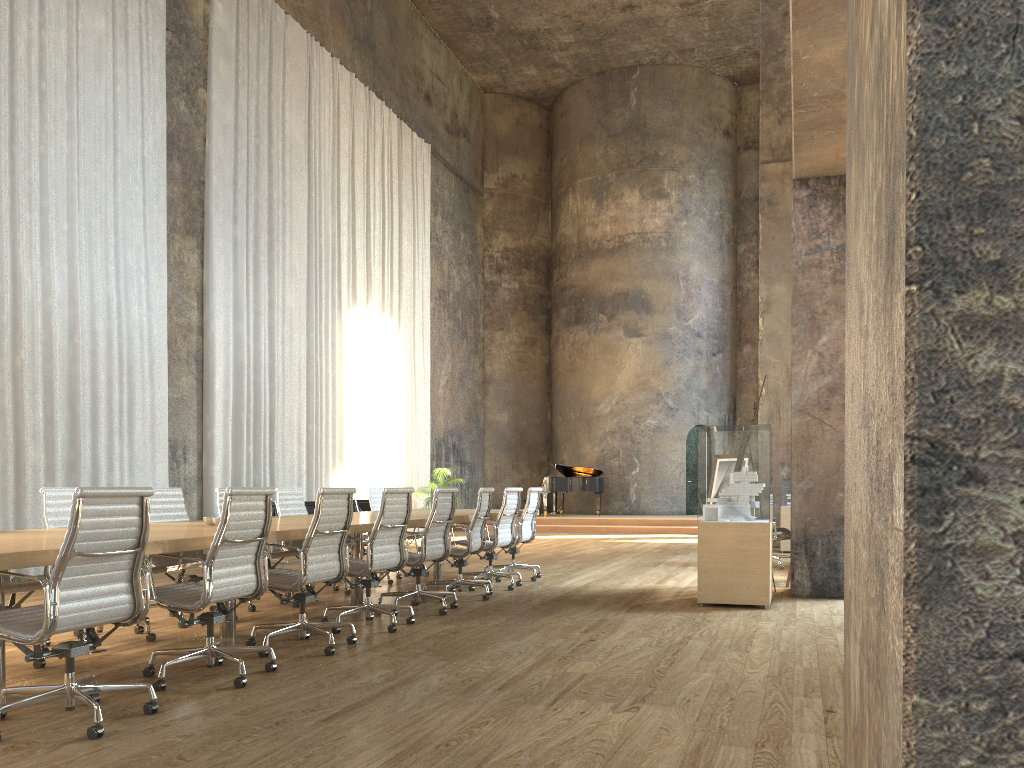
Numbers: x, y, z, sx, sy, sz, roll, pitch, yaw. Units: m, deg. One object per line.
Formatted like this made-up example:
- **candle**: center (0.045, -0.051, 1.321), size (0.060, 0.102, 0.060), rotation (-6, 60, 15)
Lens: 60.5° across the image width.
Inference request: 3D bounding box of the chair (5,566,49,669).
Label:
- **chair**: center (-2.986, 1.106, 5.048), size (0.699, 1.024, 0.666), rotation (-1, -2, 27)

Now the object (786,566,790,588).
- **object**: center (3.158, 1.461, 9.163), size (0.571, 1.296, 0.659), rotation (0, -1, 18)

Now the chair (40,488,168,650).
- **chair**: center (-2.719, 1.202, 5.862), size (0.699, 1.024, 0.667), rotation (-1, -1, 18)

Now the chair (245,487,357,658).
- **chair**: center (-1.357, 1.164, 5.555), size (0.699, 1.024, 0.666), rotation (-1, -2, 24)

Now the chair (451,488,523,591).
- **chair**: center (-0.248, 1.566, 8.948), size (0.699, 1.024, 0.666), rotation (-1, -2, 27)

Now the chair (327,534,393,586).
- **chair**: center (-1.601, 1.612, 9.317), size (0.699, 1.024, 0.666), rotation (-1, -1, 22)

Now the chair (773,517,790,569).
- **chair**: center (3.238, 1.907, 11.295), size (0.821, 0.891, 0.732), rotation (-1, -2, 14)

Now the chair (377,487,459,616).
- **chair**: center (-0.803, 1.364, 7.246), size (0.699, 1.024, 0.666), rotation (-1, -2, 24)

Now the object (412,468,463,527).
- **object**: center (-1.489, 2.494, 18.534), size (1.092, 1.455, 1.132), rotation (0, -2, 9)

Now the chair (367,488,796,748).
- **chair**: center (1.375, 1.610, 9.276), size (12.958, 1.029, 31.632), rotation (-2, -7, 18)

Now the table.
- **table**: center (-1.635, 1.476, 7.079), size (1.602, 0.756, 7.745), rotation (-2, -7, 18)

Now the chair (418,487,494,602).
- **chair**: center (-0.507, 1.469, 8.131), size (0.699, 1.024, 0.667), rotation (-1, -1, 18)

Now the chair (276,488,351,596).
- **chair**: center (-1.885, 1.508, 8.444), size (0.699, 1.024, 0.666), rotation (-1, -2, 24)

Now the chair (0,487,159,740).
- **chair**: center (-1.939, 0.954, 3.781), size (0.699, 1.024, 0.666), rotation (-1, -2, 24)

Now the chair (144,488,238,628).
- **chair**: center (-2.440, 1.308, 6.752), size (0.699, 1.024, 0.666), rotation (-1, -2, 24)

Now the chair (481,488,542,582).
- **chair**: center (-0.012, 1.665, 9.780), size (0.699, 1.024, 0.666), rotation (-1, -2, 24)

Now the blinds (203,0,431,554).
- **blinds**: center (-3.028, -1.461, 16.059), size (0.275, 8.633, 7.851), rotation (0, -2, 19)

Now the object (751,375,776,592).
- **object**: center (2.241, 0.991, 8.616), size (0.684, 2.145, 0.701), rotation (0, 0, 17)

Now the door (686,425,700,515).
- **door**: center (4.724, 2.192, 22.417), size (0.903, 2.294, 0.091), rotation (0, 1, -24)

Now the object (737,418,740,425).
- **object**: center (3.383, 1.580, 13.587), size (0.684, 2.145, 0.701), rotation (0, 0, -40)

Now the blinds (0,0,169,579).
- **blinds**: center (-5.722, -2.434, 7.841), size (0.275, 8.633, 7.851), rotation (0, -2, 19)

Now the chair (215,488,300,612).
- **chair**: center (-2.163, 1.407, 7.588), size (0.699, 1.024, 0.666), rotation (-1, -2, 27)

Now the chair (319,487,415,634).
- **chair**: center (-1.080, 1.265, 6.410), size (0.699, 1.024, 0.666), rotation (-1, -2, 27)

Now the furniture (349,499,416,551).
- **furniture**: center (-2.247, 2.387, 15.075), size (0.708, 0.839, 1.879), rotation (-1, -5, 18)

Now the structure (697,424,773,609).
- **structure**: center (1.983, 1.162, 7.766), size (0.594, 1.546, 0.744), rotation (0, -1, 18)

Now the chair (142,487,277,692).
- **chair**: center (-1.642, 1.061, 4.682), size (0.699, 1.024, 0.666), rotation (-1, -1, 22)

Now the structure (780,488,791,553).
- **structure**: center (4.649, 2.155, 13.917), size (0.743, 1.013, 0.737), rotation (-1, -2, 18)

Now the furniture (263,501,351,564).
- **furniture**: center (-2.992, 2.118, 12.805), size (0.708, 0.839, 1.879), rotation (-1, -5, 18)
